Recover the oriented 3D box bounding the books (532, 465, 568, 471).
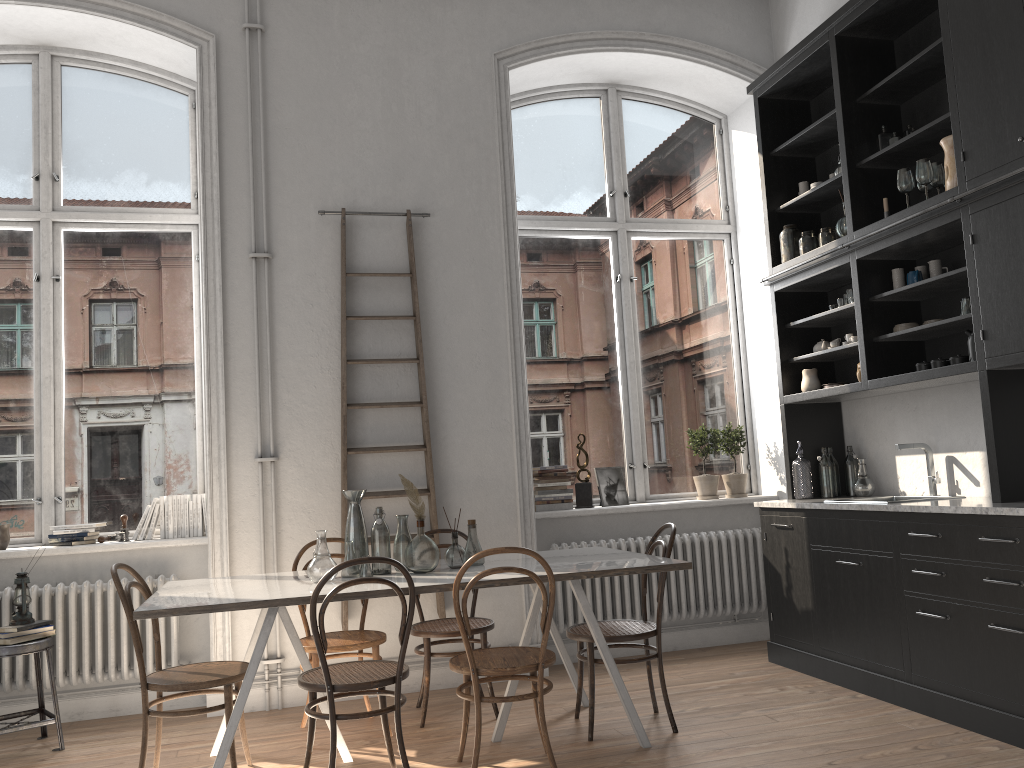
[{"bbox_3d":[0.235,0.545,5.757,0.201,0.024,0.159,0,-7,-25],"label":"books"}]

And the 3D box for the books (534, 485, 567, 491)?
[{"bbox_3d":[0.250,0.673,5.736,0.205,0.022,0.155,-3,-6,-1],"label":"books"}]

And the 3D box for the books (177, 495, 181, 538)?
[{"bbox_3d":[-1.931,0.769,5.162,0.019,0.243,0.175,-2,-6,-15],"label":"books"}]

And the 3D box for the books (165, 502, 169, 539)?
[{"bbox_3d":[-1.987,0.787,5.128,0.020,0.205,0.155,-2,-6,-15],"label":"books"}]

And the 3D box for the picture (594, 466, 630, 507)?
[{"bbox_3d":[0.640,0.684,5.890,0.221,0.264,0.149,0,-7,-32],"label":"picture"}]

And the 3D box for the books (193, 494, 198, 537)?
[{"bbox_3d":[-1.847,0.767,5.190,0.024,0.243,0.175,-2,-6,-15],"label":"books"}]

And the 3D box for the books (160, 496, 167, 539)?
[{"bbox_3d":[-2.019,0.772,5.142,0.024,0.243,0.175,-2,-6,-15],"label":"books"}]

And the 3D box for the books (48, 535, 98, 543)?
[{"bbox_3d":[-2.457,0.868,4.975,0.205,0.022,0.155,-4,-6,5],"label":"books"}]

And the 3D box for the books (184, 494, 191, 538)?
[{"bbox_3d":[-1.885,0.765,5.157,0.019,0.243,0.175,-2,-6,-15],"label":"books"}]

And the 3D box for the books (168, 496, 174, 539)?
[{"bbox_3d":[-1.964,0.767,5.126,0.024,0.243,0.175,-2,-6,-15],"label":"books"}]

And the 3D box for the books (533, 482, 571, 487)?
[{"bbox_3d":[0.251,0.651,5.745,0.222,0.024,0.158,-2,-6,-15],"label":"books"}]

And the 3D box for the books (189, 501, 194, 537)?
[{"bbox_3d":[-1.862,0.784,5.162,0.020,0.205,0.155,-2,-6,-15],"label":"books"}]

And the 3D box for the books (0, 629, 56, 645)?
[{"bbox_3d":[-2.420,1.245,4.369,0.194,0.034,0.246,-6,-7,25],"label":"books"}]

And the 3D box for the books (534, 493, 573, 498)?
[{"bbox_3d":[0.248,0.719,5.734,0.255,0.014,0.193,-2,-6,-12],"label":"books"}]

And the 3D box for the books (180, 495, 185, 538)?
[{"bbox_3d":[-1.911,0.769,5.172,0.024,0.243,0.175,-2,-6,-15],"label":"books"}]

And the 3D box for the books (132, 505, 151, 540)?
[{"bbox_3d":[-2.120,0.795,5.094,0.105,0.194,0.155,-2,-6,-16],"label":"books"}]

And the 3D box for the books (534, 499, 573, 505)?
[{"bbox_3d":[0.245,0.760,5.713,0.249,0.023,0.175,-1,-6,-20],"label":"books"}]

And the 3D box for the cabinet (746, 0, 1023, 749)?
[{"bbox_3d":[2.135,-0.317,3.987,0.635,3.580,3.253,-2,-6,-15],"label":"cabinet"}]

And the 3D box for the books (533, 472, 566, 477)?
[{"bbox_3d":[0.232,0.587,5.742,0.231,0.023,0.163,-3,-6,0],"label":"books"}]

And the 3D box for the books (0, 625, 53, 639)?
[{"bbox_3d":[-2.410,1.219,4.377,0.232,0.029,0.163,3,-8,-44],"label":"books"}]

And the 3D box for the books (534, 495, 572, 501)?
[{"bbox_3d":[0.244,0.737,5.715,0.249,0.023,0.175,-2,-6,-15],"label":"books"}]

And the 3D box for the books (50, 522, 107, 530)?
[{"bbox_3d":[-2.439,0.801,4.995,0.243,0.019,0.175,-3,-6,-5],"label":"books"}]

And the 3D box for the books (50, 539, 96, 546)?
[{"bbox_3d":[-2.462,0.891,4.975,0.221,0.023,0.147,-7,-7,33],"label":"books"}]

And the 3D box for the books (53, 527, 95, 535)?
[{"bbox_3d":[-2.451,0.824,4.968,0.205,0.020,0.155,0,-7,-25],"label":"books"}]

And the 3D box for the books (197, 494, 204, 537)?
[{"bbox_3d":[-1.817,0.764,5.177,0.024,0.243,0.175,-2,-6,-15],"label":"books"}]

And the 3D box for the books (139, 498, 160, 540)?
[{"bbox_3d":[-2.083,0.774,5.102,0.100,0.234,0.175,-2,-6,-15],"label":"books"}]

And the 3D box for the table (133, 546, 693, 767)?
[{"bbox_3d":[-0.417,1.235,3.956,2.200,0.779,1.101,-2,-6,-15],"label":"table"}]

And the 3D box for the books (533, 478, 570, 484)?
[{"bbox_3d":[0.247,0.628,5.741,0.205,0.022,0.155,-1,-6,-20],"label":"books"}]

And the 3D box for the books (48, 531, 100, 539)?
[{"bbox_3d":[-2.455,0.846,4.977,0.221,0.023,0.147,-3,-6,0],"label":"books"}]

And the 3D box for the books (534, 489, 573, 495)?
[{"bbox_3d":[0.246,0.698,5.737,0.245,0.028,0.194,-1,-6,-20],"label":"books"}]

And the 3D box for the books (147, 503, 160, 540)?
[{"bbox_3d":[-2.058,0.790,5.108,0.072,0.203,0.155,-2,-6,-15],"label":"books"}]

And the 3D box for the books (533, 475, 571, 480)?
[{"bbox_3d":[0.241,0.608,5.742,0.243,0.019,0.175,-2,-6,-15],"label":"books"}]

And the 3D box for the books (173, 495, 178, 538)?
[{"bbox_3d":[-1.945,0.767,5.140,0.019,0.243,0.175,-2,-6,-15],"label":"books"}]

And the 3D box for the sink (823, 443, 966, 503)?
[{"bbox_3d":[2.010,0.570,4.650,0.514,0.504,0.526,-2,-6,-15],"label":"sink"}]

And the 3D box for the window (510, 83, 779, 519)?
[{"bbox_3d":[5.821,-4.778,11.171,14.384,15.922,26.422,-2,-6,-15],"label":"window"}]

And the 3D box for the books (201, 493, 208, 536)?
[{"bbox_3d":[-1.787,0.763,5.184,0.040,0.244,0.175,-2,-6,-15],"label":"books"}]

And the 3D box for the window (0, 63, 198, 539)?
[{"bbox_3d":[-2.738,-0.531,5.241,1.622,2.840,0.013,-2,-6,-15],"label":"window"}]

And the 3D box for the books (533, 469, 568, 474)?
[{"bbox_3d":[0.244,0.565,5.747,0.205,0.020,0.155,-2,-6,-15],"label":"books"}]

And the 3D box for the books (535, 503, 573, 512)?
[{"bbox_3d":[0.245,0.792,5.710,0.248,0.043,0.193,-2,-6,-15],"label":"books"}]

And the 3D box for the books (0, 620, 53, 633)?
[{"bbox_3d":[-2.410,1.197,4.381,0.147,0.027,0.221,-5,-6,17],"label":"books"}]
